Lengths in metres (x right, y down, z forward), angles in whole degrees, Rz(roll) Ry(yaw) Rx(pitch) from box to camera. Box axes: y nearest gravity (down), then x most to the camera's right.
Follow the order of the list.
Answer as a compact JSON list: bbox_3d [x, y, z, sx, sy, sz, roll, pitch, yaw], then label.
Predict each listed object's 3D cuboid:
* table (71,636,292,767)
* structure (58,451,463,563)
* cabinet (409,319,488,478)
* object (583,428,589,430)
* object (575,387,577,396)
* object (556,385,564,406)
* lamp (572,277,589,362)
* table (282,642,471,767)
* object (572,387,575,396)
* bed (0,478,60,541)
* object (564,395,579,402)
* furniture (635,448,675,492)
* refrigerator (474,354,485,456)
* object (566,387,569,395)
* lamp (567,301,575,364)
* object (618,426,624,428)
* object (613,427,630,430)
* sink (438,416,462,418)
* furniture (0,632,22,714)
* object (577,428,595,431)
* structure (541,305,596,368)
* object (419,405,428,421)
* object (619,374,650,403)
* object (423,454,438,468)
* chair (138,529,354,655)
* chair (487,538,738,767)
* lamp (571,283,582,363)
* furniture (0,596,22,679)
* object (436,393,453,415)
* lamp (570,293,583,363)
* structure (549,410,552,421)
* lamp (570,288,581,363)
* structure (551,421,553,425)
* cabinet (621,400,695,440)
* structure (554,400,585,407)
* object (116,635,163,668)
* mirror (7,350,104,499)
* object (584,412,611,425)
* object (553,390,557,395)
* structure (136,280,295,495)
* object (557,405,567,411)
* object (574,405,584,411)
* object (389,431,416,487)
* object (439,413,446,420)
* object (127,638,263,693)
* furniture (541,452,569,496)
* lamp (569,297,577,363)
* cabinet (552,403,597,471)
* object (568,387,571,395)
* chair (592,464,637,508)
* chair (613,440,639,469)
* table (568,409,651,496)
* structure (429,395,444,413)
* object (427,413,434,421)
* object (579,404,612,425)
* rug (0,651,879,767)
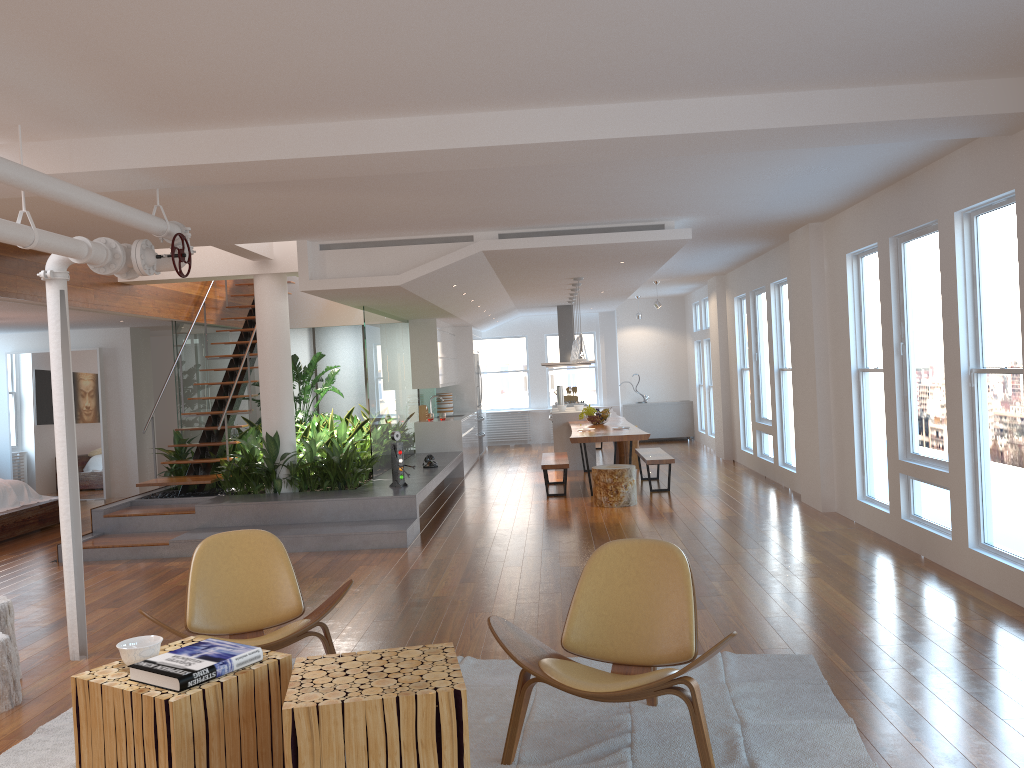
[{"bbox_3d":[-1.128,1.243,3.084,0.548,0.534,0.489,-2,1,33],"label":"table"},{"bbox_3d":[-2.321,1.262,10.500,3.088,0.386,5.584,-3,1,3],"label":"structure"},{"bbox_3d":[-0.965,0.175,14.841,0.676,2.280,4.565,-3,1,3],"label":"cabinet"},{"bbox_3d":[0.901,0.550,10.779,0.070,0.030,0.079,-4,1,-34],"label":"object"},{"bbox_3d":[1.118,0.192,15.532,0.057,0.294,0.030,-3,1,3],"label":"object"},{"bbox_3d":[0.811,0.203,14.630,0.172,0.356,0.120,-4,1,-39],"label":"object"},{"bbox_3d":[0.804,-0.790,10.450,0.160,1.060,0.160,-2,1,30],"label":"lamp"},{"bbox_3d":[-0.432,1.210,2.903,0.548,0.534,0.489,-3,1,-9],"label":"table"},{"bbox_3d":[1.080,0.194,15.515,0.068,0.298,0.039,-3,1,3],"label":"object"},{"bbox_3d":[-6.298,1.368,9.306,2.314,0.595,2.207,-3,1,3],"label":"bed"},{"bbox_3d":[0.986,0.277,15.529,0.353,0.157,0.084,-3,1,3],"label":"object"},{"bbox_3d":[1.722,1.035,10.737,0.316,0.389,1.433,-3,1,3],"label":"furniture"},{"bbox_3d":[-0.865,0.374,15.583,0.725,1.772,0.908,-3,1,3],"label":"refrigerator"},{"bbox_3d":[0.983,0.198,15.537,0.061,0.299,0.040,-3,1,0],"label":"object"},{"bbox_3d":[0.969,-0.856,14.061,0.160,1.060,0.160,-2,1,30],"label":"lamp"},{"bbox_3d":[1.320,0.529,10.712,0.070,0.030,0.079,-4,1,-44],"label":"object"},{"bbox_3d":[1.320,0.535,10.712,0.222,0.020,0.222,-3,1,-5],"label":"object"},{"bbox_3d":[-0.967,0.625,13.815,0.449,0.192,0.666,-3,1,3],"label":"sink"},{"bbox_3d":[-2.522,1.383,4.243,0.294,0.333,0.292,-3,1,-27],"label":"furniture"},{"bbox_3d":[0.901,0.556,10.779,0.222,0.020,0.222,-2,1,43],"label":"object"},{"bbox_3d":[0.914,-1.000,15.035,0.909,1.405,0.900,-3,1,3],"label":"structure"},{"bbox_3d":[-1.310,0.426,13.110,0.104,0.222,0.200,-3,1,3],"label":"object"},{"bbox_3d":[2.324,0.086,16.708,0.590,0.563,0.210,-3,1,-26],"label":"object"},{"bbox_3d":[-0.995,0.921,10.609,0.216,0.155,0.181,-4,1,-33],"label":"object"},{"bbox_3d":[-1.165,1.119,4.139,0.856,0.752,0.867,-3,1,8],"label":"chair"},{"bbox_3d":[0.450,1.048,3.346,0.867,0.752,0.856,-4,1,-37],"label":"chair"},{"bbox_3d":[0.837,-0.803,11.172,0.160,1.060,0.160,-2,1,30],"label":"lamp"},{"bbox_3d":[-2.728,1.346,4.606,0.290,0.418,0.298,-4,1,-34],"label":"furniture"},{"bbox_3d":[-1.093,0.329,14.399,0.267,0.356,0.266,-2,1,28],"label":"object"},{"bbox_3d":[0.903,-0.830,12.617,0.160,1.060,0.160,-2,1,30],"label":"lamp"},{"bbox_3d":[0.961,0.756,15.081,0.649,0.735,0.890,-3,1,3],"label":"structure"},{"bbox_3d":[0.870,-0.816,11.895,0.160,1.060,0.160,-2,1,30],"label":"lamp"},{"bbox_3d":[0.647,0.751,13.682,0.072,0.648,0.644,-3,1,3],"label":"structure"},{"bbox_3d":[2.743,0.709,16.744,1.309,0.725,0.420,-3,1,3],"label":"cabinet"},{"bbox_3d":[0.981,0.329,15.083,0.520,0.073,0.650,-3,1,3],"label":"structure"},{"bbox_3d":[-1.301,0.944,3.106,0.152,0.082,0.152,-4,1,-37],"label":"object"},{"bbox_3d":[-6.284,0.581,12.207,1.267,2.044,0.049,-3,1,3],"label":"mirror"},{"bbox_3d":[1.140,0.465,11.743,0.360,0.159,0.360,-4,1,-34],"label":"object"},{"bbox_3d":[0.828,0.223,15.542,0.199,0.259,0.016,-3,1,13],"label":"object"},{"bbox_3d":[-2.609,-0.822,11.139,2.552,4.265,4.591,-3,1,3],"label":"structure"},{"bbox_3d":[0.744,0.365,13.218,0.152,0.082,0.152,-2,1,42],"label":"object"},{"bbox_3d":[0.987,0.355,13.082,0.152,0.082,0.152,-4,1,-37],"label":"object"},{"bbox_3d":[-1.100,0.752,8.893,0.318,0.565,0.134,-2,1,39],"label":"object"},{"bbox_3d":[-0.999,0.469,12.778,0.094,0.106,0.094,-3,1,8],"label":"object"},{"bbox_3d":[-1.071,0.950,3.012,0.279,0.048,0.334,-2,1,34],"label":"object"},{"bbox_3d":[0.532,1.096,10.792,0.316,0.389,1.433,-3,1,3],"label":"furniture"},{"bbox_3d":[0.936,-0.843,13.339,0.160,1.060,0.160,-2,1,30],"label":"lamp"},{"bbox_3d":[0.961,0.796,14.172,0.597,0.832,2.936,-3,1,3],"label":"cabinet"},{"bbox_3d":[1.016,0.197,15.516,0.057,0.299,0.019,-3,1,3],"label":"object"},{"bbox_3d":[1.088,1.079,9.426,0.460,0.400,0.460,-3,1,13],"label":"chair"},{"bbox_3d":[1.630,0.980,12.619,0.396,0.455,0.402,-3,1,-7],"label":"chair"},{"bbox_3d":[1.234,0.868,12.763,0.893,0.704,5.996,-3,1,3],"label":"table"},{"bbox_3d":[-1.170,0.437,13.849,0.248,0.536,0.115,-3,1,3],"label":"structure"},{"bbox_3d":[-1.178,0.478,12.833,0.094,0.106,0.094,-3,1,8],"label":"object"},{"bbox_3d":[1.112,0.403,11.757,0.394,0.284,0.292,-4,1,-33],"label":"object"},{"bbox_3d":[-0.473,1.437,2.885,3.525,0.057,3.478,-3,1,7],"label":"rug"}]
